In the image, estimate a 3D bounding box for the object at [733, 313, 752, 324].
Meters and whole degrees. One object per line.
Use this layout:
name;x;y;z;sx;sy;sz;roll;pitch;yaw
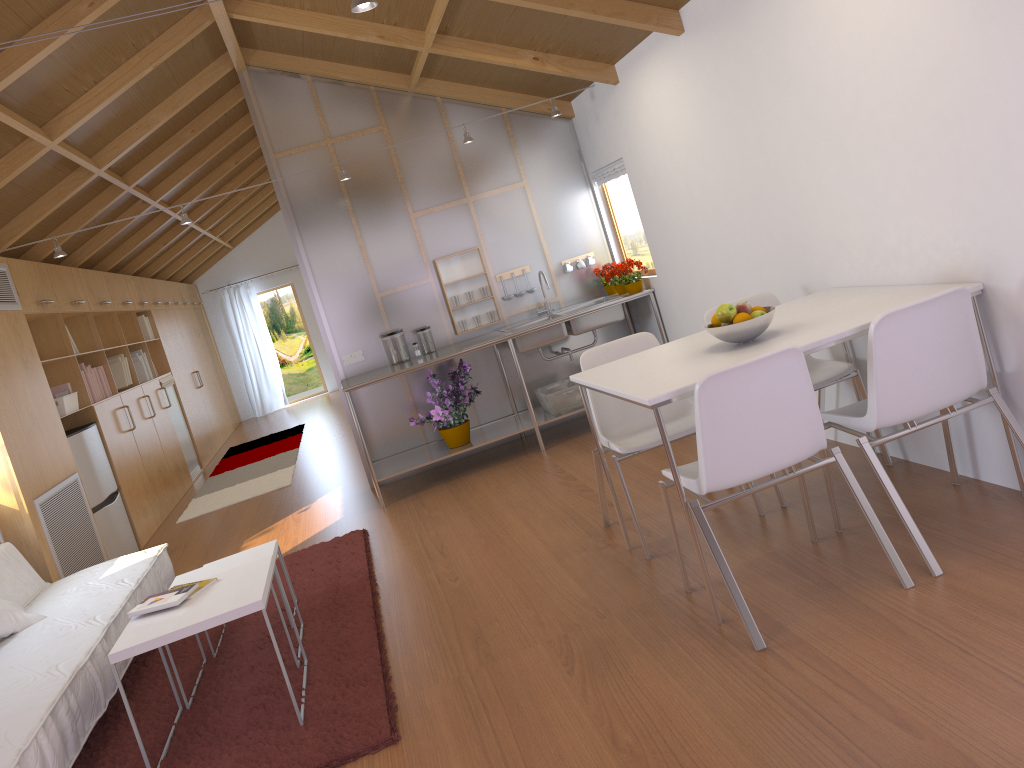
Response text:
object;0.795;-0.212;3.043;0.068;0.067;0.067;-21;7;-34

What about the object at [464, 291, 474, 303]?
object;-0.292;-0.605;6.157;0.062;0.076;0.061;-21;7;-36

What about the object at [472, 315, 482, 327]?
object;-0.240;-0.437;6.169;0.062;0.076;0.061;-21;7;-36

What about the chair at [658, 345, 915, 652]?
chair;0.773;0.281;2.794;0.533;0.781;0.548;-18;6;-10

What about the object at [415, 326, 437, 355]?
object;-0.587;-0.297;6.047;0.112;0.176;0.114;-16;5;11

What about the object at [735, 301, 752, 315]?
object;0.813;-0.257;3.109;0.063;0.066;0.062;-14;7;28

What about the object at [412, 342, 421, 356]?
object;-0.641;-0.233;5.938;0.037;0.092;0.037;-17;5;5

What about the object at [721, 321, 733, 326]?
object;0.773;-0.195;3.109;0.077;0.089;0.081;-12;8;39

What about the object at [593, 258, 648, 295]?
object;0.745;-0.730;6.070;0.234;0.233;0.690;-18;8;-9

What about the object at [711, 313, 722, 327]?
object;0.749;-0.225;3.172;0.068;0.067;0.067;-21;7;-34

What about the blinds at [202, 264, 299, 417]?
blinds;-3.007;-0.858;13.556;2.861;2.025;0.233;-18;4;-11

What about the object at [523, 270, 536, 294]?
object;0.119;-0.727;6.238;0.074;0.182;0.075;-15;5;21

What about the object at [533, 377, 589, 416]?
object;0.341;0.085;5.943;0.300;0.158;0.416;-18;8;-10

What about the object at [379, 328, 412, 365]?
object;-0.785;-0.250;5.987;0.172;0.214;0.173;-17;6;3

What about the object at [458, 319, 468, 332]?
object;-0.338;-0.405;6.150;0.061;0.076;0.062;-17;6;2

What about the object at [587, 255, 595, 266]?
object;0.563;-0.888;6.348;0.060;0.079;0.062;-18;6;-10

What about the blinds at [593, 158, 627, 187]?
blinds;0.669;-1.434;5.988;0.048;0.110;0.727;-18;8;-9

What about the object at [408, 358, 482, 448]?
object;-0.411;0.136;5.746;0.529;0.549;0.351;-19;6;-19

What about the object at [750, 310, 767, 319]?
object;0.857;-0.221;3.071;0.071;0.069;0.077;-18;6;-10

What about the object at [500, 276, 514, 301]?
object;-0.041;-0.673;6.206;0.074;0.182;0.075;-15;5;21

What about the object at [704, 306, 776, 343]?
object;0.812;-0.193;3.112;0.253;0.090;0.259;-12;9;32

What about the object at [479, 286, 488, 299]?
object;-0.195;-0.638;6.176;0.062;0.076;0.061;-21;7;-36

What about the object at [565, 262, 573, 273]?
object;0.402;-0.834;6.316;0.060;0.079;0.062;-18;6;-10

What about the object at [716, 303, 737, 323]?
object;0.745;-0.246;3.072;0.071;0.069;0.077;-18;6;-10

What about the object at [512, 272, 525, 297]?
object;0.039;-0.700;6.222;0.074;0.182;0.075;-15;5;21

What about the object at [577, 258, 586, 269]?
object;0.492;-0.862;6.329;0.059;0.080;0.063;-17;6;-3

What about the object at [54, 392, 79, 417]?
object;-3.044;0.156;5.927;0.204;0.122;0.351;-18;8;-10

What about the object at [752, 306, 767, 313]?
object;0.872;-0.243;3.138;0.067;0.066;0.069;-13;7;34

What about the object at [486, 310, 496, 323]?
object;-0.143;-0.470;6.188;0.062;0.076;0.061;-21;7;-36

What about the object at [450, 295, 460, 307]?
object;-0.389;-0.573;6.137;0.061;0.076;0.062;-17;6;2

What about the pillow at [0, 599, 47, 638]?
pillow;-2.180;0.948;3.748;0.343;0.250;0.271;-11;9;43
